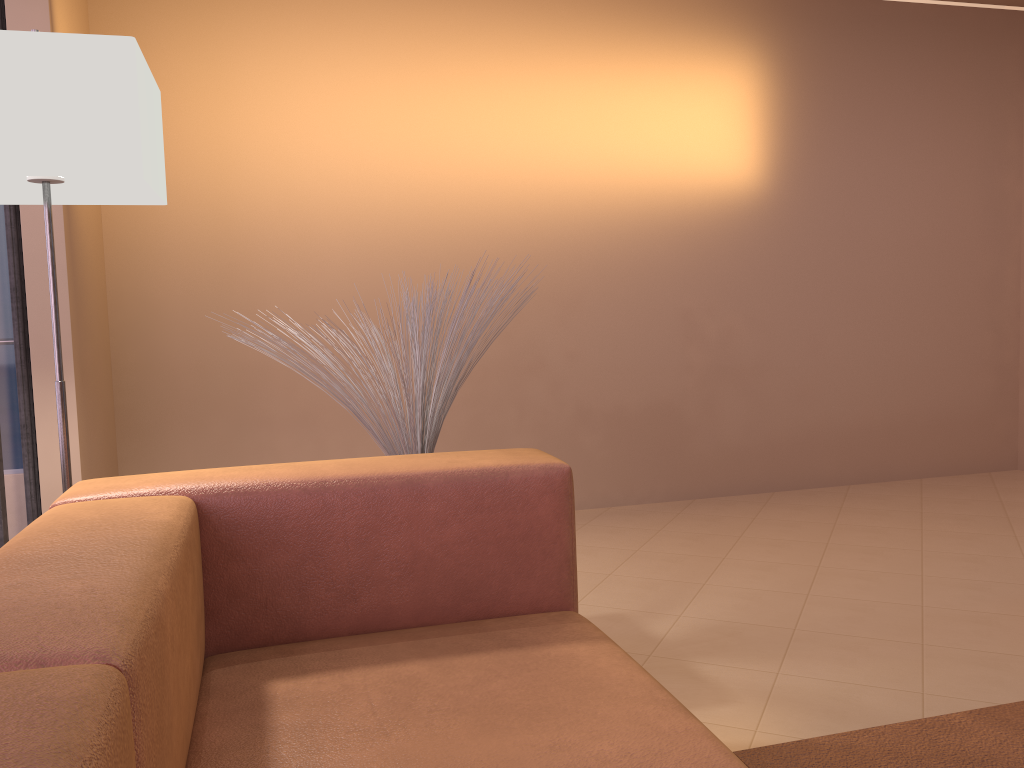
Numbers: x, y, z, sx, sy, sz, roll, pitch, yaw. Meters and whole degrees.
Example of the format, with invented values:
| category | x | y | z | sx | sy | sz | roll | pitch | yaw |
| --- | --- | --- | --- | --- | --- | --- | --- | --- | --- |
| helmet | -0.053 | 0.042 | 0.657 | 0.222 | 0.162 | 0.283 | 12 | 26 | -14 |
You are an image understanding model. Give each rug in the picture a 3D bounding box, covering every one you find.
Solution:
| category | x | y | z | sx | sy | sz | roll | pitch | yaw |
| --- | --- | --- | --- | --- | --- | --- | --- | --- | --- |
| rug | 1.697 | 0.826 | 0.853 | 1.833 | 0.005 | 2.626 | -3 | 5 | -15 |

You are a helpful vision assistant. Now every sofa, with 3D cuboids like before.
| category | x | y | z | sx | sy | sz | roll | pitch | yaw |
| --- | --- | --- | --- | --- | --- | --- | --- | --- | --- |
| sofa | -0.011 | 0.570 | 0.496 | 0.943 | 0.672 | 2.781 | -3 | 5 | -15 |

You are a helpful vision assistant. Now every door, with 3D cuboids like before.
| category | x | y | z | sx | sy | sz | roll | pitch | yaw |
| --- | --- | --- | --- | --- | --- | --- | --- | --- | --- |
| door | -1.588 | -0.307 | 2.739 | 0.056 | 2.160 | 0.480 | -3 | 5 | -15 |

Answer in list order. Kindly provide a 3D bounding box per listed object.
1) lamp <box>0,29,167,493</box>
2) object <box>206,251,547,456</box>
| category | x | y | z | sx | sy | sz | roll | pitch | yaw |
| --- | --- | --- | --- | --- | --- | --- | --- | --- | --- |
| lamp | -1.011 | 0.019 | 1.987 | 0.454 | 1.578 | 0.454 | -3 | 5 | -15 |
| object | -0.321 | 0.009 | 2.182 | 0.700 | 0.634 | 0.703 | 1 | 5 | 31 |
